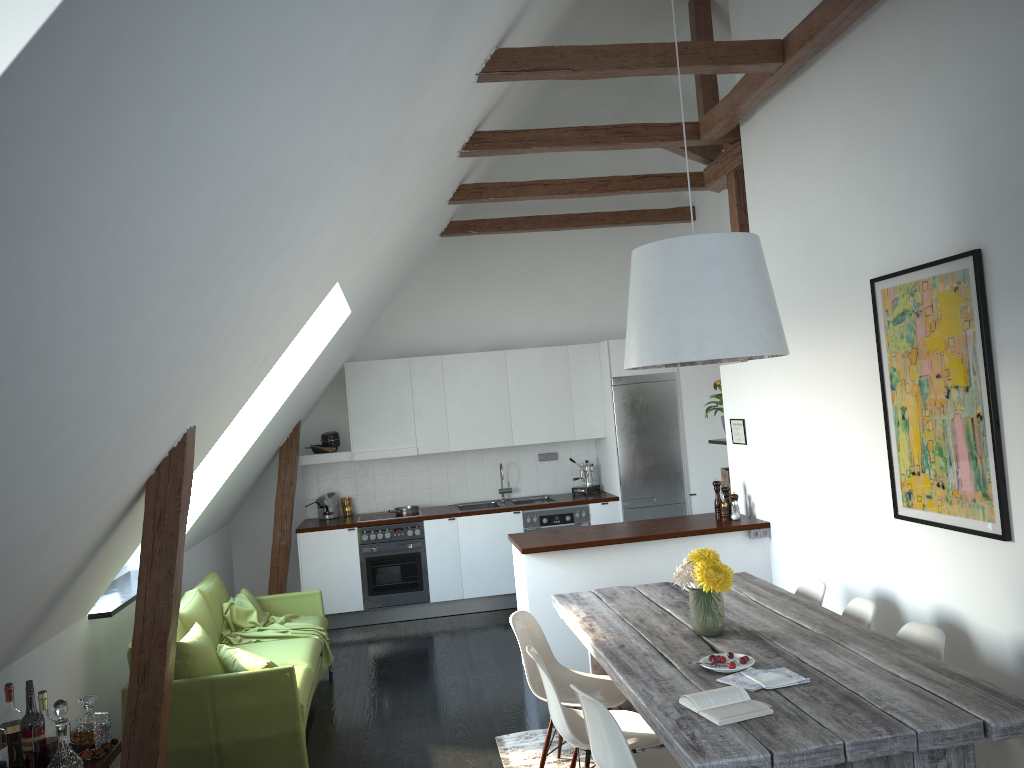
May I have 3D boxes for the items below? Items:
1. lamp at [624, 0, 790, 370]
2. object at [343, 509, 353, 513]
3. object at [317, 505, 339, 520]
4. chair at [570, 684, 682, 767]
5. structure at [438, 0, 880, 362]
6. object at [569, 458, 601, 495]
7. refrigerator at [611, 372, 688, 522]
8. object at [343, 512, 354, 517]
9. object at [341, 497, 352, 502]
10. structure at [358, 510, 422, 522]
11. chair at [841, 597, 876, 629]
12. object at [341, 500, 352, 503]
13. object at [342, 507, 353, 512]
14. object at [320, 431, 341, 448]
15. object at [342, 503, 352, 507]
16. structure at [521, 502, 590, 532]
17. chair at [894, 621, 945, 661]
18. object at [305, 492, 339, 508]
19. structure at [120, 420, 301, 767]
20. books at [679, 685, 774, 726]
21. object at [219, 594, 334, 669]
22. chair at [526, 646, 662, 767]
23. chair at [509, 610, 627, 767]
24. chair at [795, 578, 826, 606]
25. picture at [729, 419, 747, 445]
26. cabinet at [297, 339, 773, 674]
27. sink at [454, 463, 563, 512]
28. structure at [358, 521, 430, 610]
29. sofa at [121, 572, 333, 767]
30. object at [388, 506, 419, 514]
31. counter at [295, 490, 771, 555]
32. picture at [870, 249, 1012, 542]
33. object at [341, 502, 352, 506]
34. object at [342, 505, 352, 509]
[{"bbox_3d":[0.730,-1.493,3.864,0.697,2.813,0.757,-6,-2,42],"label":"lamp"},{"bbox_3d":[-1.567,1.222,8.471,0.100,0.048,0.099,-5,-1,11],"label":"object"},{"bbox_3d":[-1.709,1.194,8.351,0.200,0.154,0.348,-4,-2,-28],"label":"object"},{"bbox_3d":[0.519,1.477,3.265,0.542,0.801,0.465,-4,-1,-21],"label":"chair"},{"bbox_3d":[3.433,-2.200,0.975,10.230,3.562,15.910,-5,-1,-2],"label":"structure"},{"bbox_3d":[0.684,0.889,8.659,0.206,0.370,0.353,-6,-2,39],"label":"object"},{"bbox_3d":[1.294,0.845,8.188,0.609,1.868,0.031,-5,-1,-7],"label":"refrigerator"},{"bbox_3d":[-1.563,1.243,8.472,0.100,0.036,0.100,-5,-1,-11],"label":"object"},{"bbox_3d":[-1.582,1.107,8.470,0.100,0.047,0.099,-5,-1,-12],"label":"object"},{"bbox_3d":[-1.126,1.235,8.199,0.574,0.041,0.504,-5,-1,-7],"label":"structure"},{"bbox_3d":[1.424,1.419,4.091,0.542,0.801,0.465,-5,-1,-1],"label":"chair"},{"bbox_3d":[-1.581,1.128,8.471,0.100,0.036,0.100,-5,-1,21],"label":"object"},{"bbox_3d":[-1.570,1.205,8.472,0.099,0.051,0.099,-4,-1,-21],"label":"object"},{"bbox_3d":[-1.720,0.534,8.404,0.190,0.166,0.200,-4,-2,-45],"label":"object"},{"bbox_3d":[-1.578,1.163,8.474,0.099,0.057,0.101,-5,-1,4],"label":"object"},{"bbox_3d":[0.398,1.496,8.314,0.612,0.725,0.582,-5,-1,-7],"label":"structure"},{"bbox_3d":[1.480,1.401,3.559,0.542,0.801,0.465,-5,-1,-11],"label":"chair"},{"bbox_3d":[-1.815,1.125,8.370,0.371,0.169,0.203,-4,-2,-35],"label":"object"},{"bbox_3d":[-1.555,1.055,1.912,1.023,1.963,12.350,-5,-1,-7],"label":"structure"},{"bbox_3d":[0.701,1.049,2.924,0.202,0.042,0.251,-4,-1,-19],"label":"books"},{"bbox_3d":[-1.616,1.696,6.122,0.722,0.493,0.711,-5,-1,-12],"label":"object"},{"bbox_3d":[0.364,1.502,3.769,0.542,0.801,0.465,-5,-1,-6],"label":"chair"},{"bbox_3d":[0.293,1.522,4.342,0.542,0.801,0.465,-5,-1,18],"label":"chair"},{"bbox_3d":[1.364,1.435,4.561,0.542,0.801,0.465,-5,-1,-6],"label":"chair"},{"bbox_3d":[1.613,0.339,6.313,0.023,0.182,0.250,-5,-1,-7],"label":"picture"},{"bbox_3d":[0.262,0.817,7.301,4.208,2.369,3.033,-5,-1,-7],"label":"cabinet"},{"bbox_3d":[-0.061,1.022,8.417,0.963,0.519,0.671,-5,-1,-7],"label":"sink"},{"bbox_3d":[-1.090,1.626,8.205,0.583,0.725,0.749,-5,-1,-7],"label":"structure"},{"bbox_3d":[-1.653,1.706,5.477,0.898,0.825,2.093,-5,-1,-8],"label":"sofa"},{"bbox_3d":[-1.037,1.179,8.296,0.351,0.061,0.232,-4,-2,-34],"label":"object"},{"bbox_3d":[-0.137,1.130,7.214,3.365,0.038,3.085,-5,-1,-7],"label":"counter"},{"bbox_3d":[1.884,0.057,3.966,0.036,1.181,0.808,-5,-1,-7],"label":"picture"},{"bbox_3d":[-1.580,1.144,8.470,0.100,0.036,0.100,-4,-2,-41],"label":"object"},{"bbox_3d":[-1.575,1.184,8.474,0.099,0.043,0.100,-4,-1,-20],"label":"object"}]
